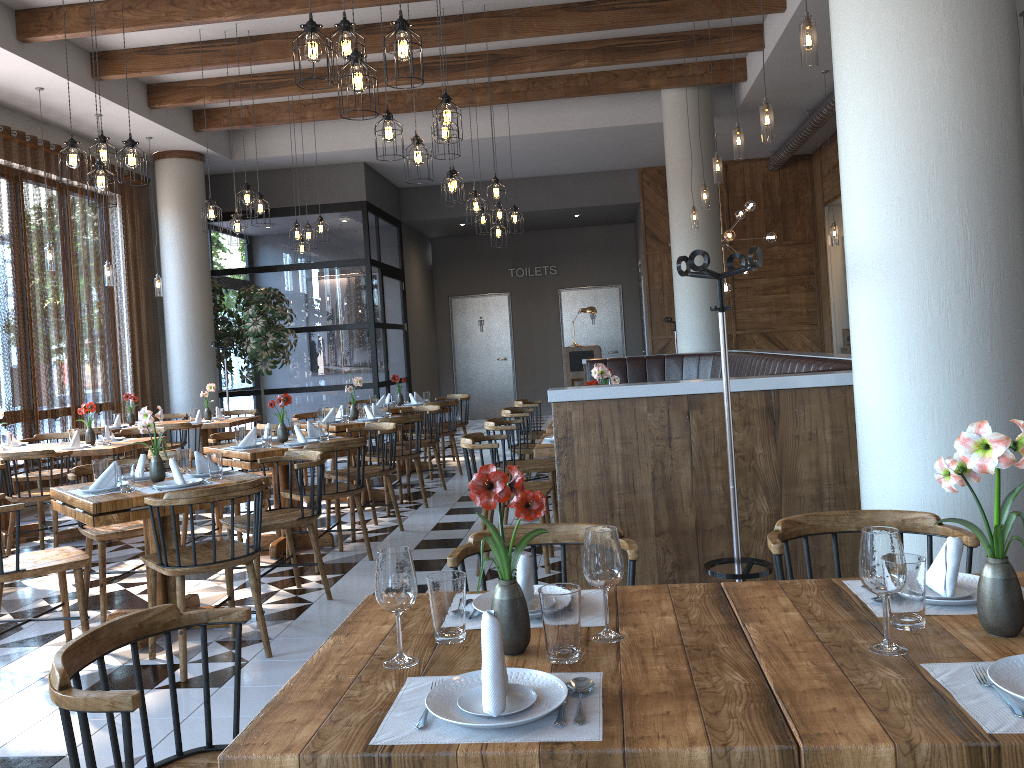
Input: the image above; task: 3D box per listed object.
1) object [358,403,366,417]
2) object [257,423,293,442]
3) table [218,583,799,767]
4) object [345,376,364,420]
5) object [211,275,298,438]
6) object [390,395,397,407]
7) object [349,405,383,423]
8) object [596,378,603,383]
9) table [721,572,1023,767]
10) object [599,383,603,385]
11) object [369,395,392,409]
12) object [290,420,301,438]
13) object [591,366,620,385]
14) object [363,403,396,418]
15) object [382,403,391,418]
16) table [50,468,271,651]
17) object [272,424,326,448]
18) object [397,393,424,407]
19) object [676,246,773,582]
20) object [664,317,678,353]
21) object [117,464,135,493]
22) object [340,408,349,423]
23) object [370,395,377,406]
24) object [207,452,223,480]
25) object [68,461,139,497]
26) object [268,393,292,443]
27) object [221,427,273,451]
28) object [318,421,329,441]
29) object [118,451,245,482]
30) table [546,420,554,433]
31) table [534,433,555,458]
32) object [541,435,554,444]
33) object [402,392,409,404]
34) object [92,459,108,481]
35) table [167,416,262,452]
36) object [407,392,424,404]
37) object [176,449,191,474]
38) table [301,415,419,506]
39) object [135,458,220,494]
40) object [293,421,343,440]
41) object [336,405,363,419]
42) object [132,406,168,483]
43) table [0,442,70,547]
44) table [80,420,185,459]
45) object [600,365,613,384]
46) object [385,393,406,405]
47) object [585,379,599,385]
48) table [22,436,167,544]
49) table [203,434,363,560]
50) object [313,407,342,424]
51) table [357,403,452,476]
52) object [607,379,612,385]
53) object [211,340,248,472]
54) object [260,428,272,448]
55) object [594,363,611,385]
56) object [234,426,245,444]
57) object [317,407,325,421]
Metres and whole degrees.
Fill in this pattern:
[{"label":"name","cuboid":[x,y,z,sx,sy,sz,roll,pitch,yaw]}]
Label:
[{"label":"object","cuboid":[-1.442,0.253,8.539,0.080,0.132,0.080,-3,1,21]},{"label":"object","cuboid":[-1.823,0.357,6.588,0.352,0.137,0.272,-5,3,-39]},{"label":"table","cuboid":[0.047,0.893,1.707,0.850,0.764,0.851,-4,1,6]},{"label":"object","cuboid":[-1.454,0.133,8.224,0.146,0.400,0.207,-4,0,18]},{"label":"object","cuboid":[-3.659,-0.213,11.881,1.635,2.592,1.379,-4,1,-10]},{"label":"object","cuboid":[-1.302,0.191,9.798,0.080,0.132,0.080,-3,1,21]},{"label":"object","cuboid":[-1.292,0.262,8.030,0.352,0.137,0.272,-5,3,-39]},{"label":"object","cuboid":[0.879,0.049,8.852,0.081,0.215,0.081,-4,0,-3]},{"label":"table","cuboid":[0.893,0.843,1.620,0.850,0.764,0.851,-4,1,6]},{"label":"object","cuboid":[0.766,0.103,7.754,0.081,0.215,0.081,-4,0,-3]},{"label":"object","cuboid":[-1.480,0.194,9.940,0.272,0.137,0.351,-5,3,-39]},{"label":"object","cuboid":[-1.632,0.343,6.690,0.080,0.132,0.080,-4,1,11]},{"label":"object","cuboid":[0.694,0.068,6.494,0.206,0.400,0.146,-4,0,8]},{"label":"object","cuboid":[-1.260,0.244,8.407,0.272,0.137,0.351,-5,3,-39]},{"label":"object","cuboid":[-1.161,0.249,8.213,0.080,0.132,0.080,-3,1,21]},{"label":"table","cuboid":[-1.809,0.891,4.595,0.865,0.764,0.863,-5,2,-39]},{"label":"object","cuboid":[-1.479,0.352,6.176,0.352,0.137,0.272,-5,3,-39]},{"label":"object","cuboid":[-1.103,0.171,9.904,0.352,0.137,0.272,-5,3,-39]},{"label":"object","cuboid":[0.831,0.326,3.346,0.375,1.658,0.374,-4,0,-17]},{"label":"object","cuboid":[2.585,-0.226,13.815,0.374,1.658,0.375,-4,0,28]},{"label":"object","cuboid":[-1.866,0.458,4.293,0.080,0.132,0.080,-4,1,-19]},{"label":"object","cuboid":[-1.494,0.282,7.925,0.080,0.132,0.080,-3,1,21]},{"label":"object","cuboid":[-1.586,0.195,10.136,0.080,0.132,0.080,-4,1,-19]},{"label":"object","cuboid":[-1.533,0.425,4.581,0.080,0.132,0.080,-4,1,-29]},{"label":"object","cuboid":[-2.041,0.461,4.427,0.272,0.137,0.351,-5,3,-39]},{"label":"object","cuboid":[-1.649,0.246,6.346,0.156,0.355,0.171,-4,0,-29]},{"label":"object","cuboid":[-1.856,0.375,6.212,0.272,0.137,0.351,-5,3,-39]},{"label":"object","cuboid":[-1.350,0.338,6.363,0.080,0.132,0.080,-4,1,11]},{"label":"object","cuboid":[-1.824,0.434,4.758,0.583,0.137,0.577,-6,3,-39]},{"label":"table","cuboid":[0.724,0.649,6.487,0.850,0.764,0.851,-4,1,6]},{"label":"table","cuboid":[0.612,0.702,5.389,0.850,0.764,0.851,-4,1,6]},{"label":"object","cuboid":[0.317,0.270,5.386,0.272,0.137,0.352,-3,2,6]},{"label":"object","cuboid":[-1.251,0.162,10.412,0.080,0.132,0.080,-3,1,31]},{"label":"object","cuboid":[-2.150,0.462,4.632,0.080,0.132,0.080,-4,1,-19]},{"label":"table","cuboid":[-3.218,0.777,9.451,0.850,0.764,0.851,-4,1,6]},{"label":"object","cuboid":[-1.071,0.153,10.281,0.272,0.137,0.351,-5,3,-39]},{"label":"object","cuboid":[-1.814,0.429,4.907,0.080,0.132,0.080,-4,1,-29]},{"label":"table","cuboid":[-1.436,0.714,8.235,0.865,0.764,0.863,-5,2,-39]},{"label":"object","cuboid":[-1.665,0.439,4.392,0.352,0.137,0.272,-5,3,-39]},{"label":"object","cuboid":[-1.447,0.334,6.553,0.272,0.137,0.351,-5,3,-39]},{"label":"object","cuboid":[-1.636,0.267,8.442,0.352,0.137,0.272,-5,3,-39]},{"label":"object","cuboid":[-1.859,0.312,4.571,0.206,0.400,0.146,-3,0,26]},{"label":"table","cuboid":[-4.287,0.932,7.393,0.850,0.764,0.851,-4,1,6]},{"label":"table","cuboid":[-4.068,0.828,9.538,0.850,0.764,0.851,-4,1,6]},{"label":"object","cuboid":[0.910,-0.016,8.682,0.156,0.355,0.171,-4,0,-1]},{"label":"object","cuboid":[-1.448,0.176,10.316,0.352,0.137,0.272,-5,3,-39]},{"label":"object","cuboid":[0.534,0.147,5.385,0.171,0.355,0.156,-4,0,9]},{"label":"table","cuboid":[-3.437,0.881,7.306,0.850,0.764,0.851,-4,1,6]},{"label":"table","cuboid":[-1.626,0.804,6.386,0.865,0.764,0.863,-5,2,-39]},{"label":"object","cuboid":[-1.669,0.285,8.066,0.272,0.137,0.351,-5,3,-39]},{"label":"table","cuboid":[-1.245,0.623,10.105,0.865,0.764,0.863,-5,2,-39]},{"label":"object","cuboid":[0.951,0.060,8.484,0.081,0.215,0.081,-3,0,37]},{"label":"object","cuboid":[-3.549,0.281,11.090,0.374,1.658,0.375,-4,0,28]},{"label":"object","cuboid":[-1.683,0.372,6.076,0.080,0.132,0.080,-3,1,21]},{"label":"object","cuboid":[0.779,0.016,7.590,0.146,0.400,0.207,-4,0,14]},{"label":"object","cuboid":[-1.967,0.376,6.414,0.080,0.132,0.080,-4,1,11]},{"label":"object","cuboid":[-1.778,0.286,8.263,0.080,0.132,0.080,-3,1,21]}]
